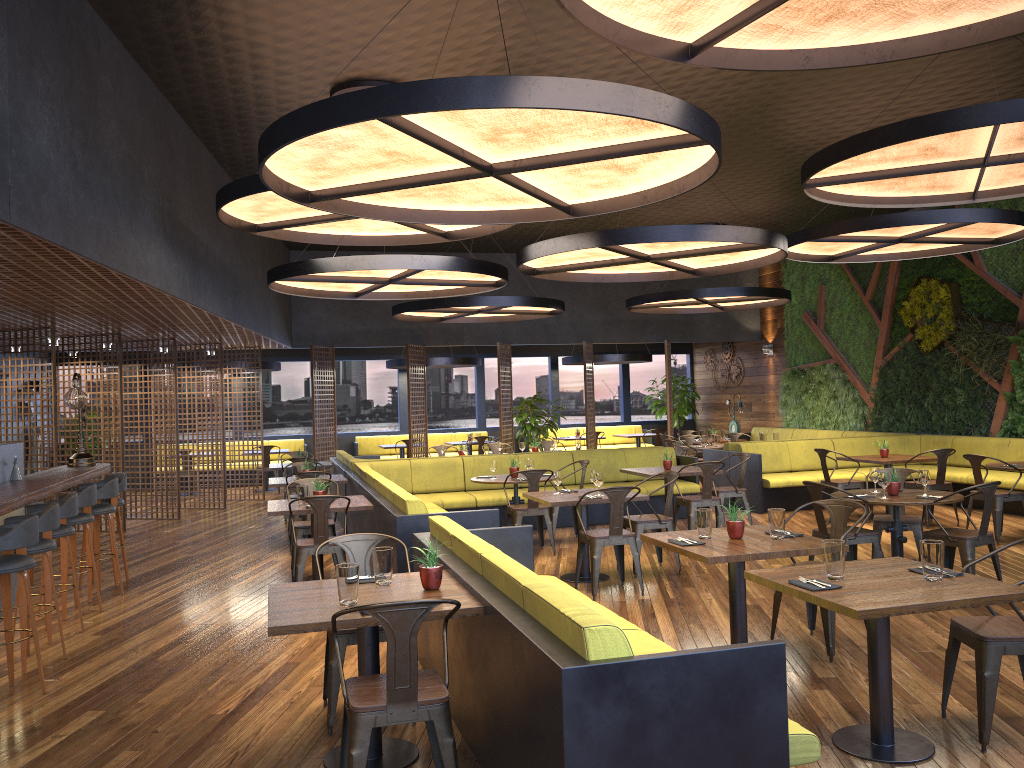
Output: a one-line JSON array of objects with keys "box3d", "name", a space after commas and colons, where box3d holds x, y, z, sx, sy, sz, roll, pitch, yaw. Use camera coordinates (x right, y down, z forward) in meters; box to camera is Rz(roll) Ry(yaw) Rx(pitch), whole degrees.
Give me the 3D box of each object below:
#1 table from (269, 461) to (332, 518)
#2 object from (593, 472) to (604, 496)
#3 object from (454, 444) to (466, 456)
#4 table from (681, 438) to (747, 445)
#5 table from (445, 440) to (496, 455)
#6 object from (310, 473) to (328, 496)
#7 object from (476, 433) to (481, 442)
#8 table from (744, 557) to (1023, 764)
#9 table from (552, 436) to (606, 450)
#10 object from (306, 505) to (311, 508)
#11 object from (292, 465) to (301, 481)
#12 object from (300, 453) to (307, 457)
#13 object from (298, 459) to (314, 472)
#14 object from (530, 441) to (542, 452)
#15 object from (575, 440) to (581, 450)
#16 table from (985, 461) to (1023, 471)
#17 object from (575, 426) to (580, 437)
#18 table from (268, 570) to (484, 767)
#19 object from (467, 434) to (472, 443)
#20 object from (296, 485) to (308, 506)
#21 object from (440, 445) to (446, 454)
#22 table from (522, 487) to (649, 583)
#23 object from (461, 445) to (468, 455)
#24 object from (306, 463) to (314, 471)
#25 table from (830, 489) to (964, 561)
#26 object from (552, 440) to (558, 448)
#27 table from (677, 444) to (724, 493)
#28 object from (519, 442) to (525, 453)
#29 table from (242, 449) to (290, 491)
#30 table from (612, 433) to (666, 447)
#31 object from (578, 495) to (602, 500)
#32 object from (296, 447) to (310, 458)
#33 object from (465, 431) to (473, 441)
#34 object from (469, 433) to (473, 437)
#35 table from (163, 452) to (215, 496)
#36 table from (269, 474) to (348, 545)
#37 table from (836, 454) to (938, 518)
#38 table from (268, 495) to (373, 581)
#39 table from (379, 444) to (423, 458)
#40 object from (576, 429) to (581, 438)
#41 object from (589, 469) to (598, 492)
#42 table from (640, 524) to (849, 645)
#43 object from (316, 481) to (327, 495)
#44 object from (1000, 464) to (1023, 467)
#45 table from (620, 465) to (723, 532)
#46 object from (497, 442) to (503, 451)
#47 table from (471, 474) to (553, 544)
[{"box3d": [-3.154, 1.583, 13.235, 0.887, 0.763, 0.906, -2, -1, -15], "name": "table"}, {"box3d": [0.773, 0.894, 7.918, 0.097, 0.206, 0.097, -1, -1, -23], "name": "object"}, {"box3d": [-0.779, 0.997, 13.636, 0.238, 0.271, 0.260, -2, -1, 6], "name": "object"}, {"box3d": [3.731, 1.417, 16.381, 0.887, 0.763, 0.906, -2, -1, -15], "name": "table"}, {"box3d": [-0.866, 1.594, 18.492, 0.906, 0.763, 0.887, -2, -1, -15], "name": "table"}, {"box3d": [-1.755, 0.939, 8.024, 0.238, 0.271, 0.260, -2, -1, 6], "name": "object"}, {"box3d": [-0.704, 1.116, 18.473, 0.102, 0.178, 0.102, -1, -1, -30], "name": "object"}, {"box3d": [1.717, 1.287, 4.098, 0.906, 0.763, 0.887, -2, -1, -15], "name": "table"}, {"box3d": [1.450, 1.531, 19.119, 0.906, 0.763, 0.887, -2, -1, -15], "name": "table"}, {"box3d": [-1.709, 1.059, 7.709, 0.255, 0.019, 0.157, -2, -1, -16], "name": "object"}, {"box3d": [-2.537, 1.048, 10.433, 0.102, 0.178, 0.102, -1, -1, -30], "name": "object"}, {"box3d": [-3.074, 1.107, 13.106, 0.102, 0.178, 0.102, -2, -1, -10], "name": "object"}, {"box3d": [-2.454, 1.002, 10.655, 0.260, 0.271, 0.238, -2, -1, -14], "name": "object"}, {"box3d": [0.354, 0.966, 13.943, 0.238, 0.271, 0.260, -2, -1, 6], "name": "object"}, {"box3d": [1.037, 0.979, 13.904, 0.097, 0.206, 0.097, -2, -1, 31], "name": "object"}, {"box3d": [5.659, 1.248, 9.507, 1.007, 0.760, 1.007, -3, -1, 42], "name": "table"}, {"box3d": [1.410, 1.014, 19.123, 0.238, 0.271, 0.260, -2, -1, 6], "name": "object"}, {"box3d": [-0.657, 1.362, 4.130, 0.906, 0.763, 0.887, -2, -1, -15], "name": "table"}, {"box3d": [-0.875, 1.119, 18.326, 0.102, 0.178, 0.102, -1, -1, -30], "name": "object"}, {"box3d": [-1.845, 0.985, 7.818, 0.102, 0.178, 0.102, -2, -1, 20], "name": "object"}, {"box3d": [-1.068, 1.042, 13.685, 0.097, 0.206, 0.097, -2, -1, 31], "name": "object"}, {"box3d": [0.661, 1.383, 8.058, 0.906, 0.763, 0.887, -2, -1, -15], "name": "table"}, {"box3d": [-0.717, 1.027, 13.429, 0.097, 0.206, 0.097, -2, -1, 31], "name": "object"}, {"box3d": [-2.460, 1.051, 10.801, 0.102, 0.178, 0.102, -1, -1, -30], "name": "object"}, {"box3d": [3.159, 1.292, 7.276, 1.007, 0.760, 1.007, -1, -1, -28], "name": "table"}, {"box3d": [0.686, 0.994, 14.160, 0.097, 0.206, 0.097, -2, -1, 31], "name": "object"}, {"box3d": [3.323, 1.400, 14.521, 0.887, 0.763, 0.906, -2, -1, -15], "name": "table"}, {"box3d": [0.160, 1.003, 13.667, 0.097, 0.206, 0.097, -2, -1, 31], "name": "object"}, {"box3d": [-4.822, 1.701, 17.416, 0.887, 0.763, 0.906, -2, -1, -15], "name": "table"}, {"box3d": [2.800, 1.494, 19.481, 0.887, 0.763, 0.906, -2, -1, -15], "name": "table"}, {"box3d": [0.677, 0.988, 7.772, 0.157, 0.019, 0.255, -2, -1, -15], "name": "object"}, {"box3d": [-3.153, 1.065, 13.238, 0.260, 0.271, 0.238, -2, -1, -14], "name": "object"}, {"box3d": [-0.865, 1.076, 18.511, 0.238, 0.271, 0.260, -2, -1, 6], "name": "object"}, {"box3d": [-0.874, 1.125, 18.685, 0.102, 0.178, 0.102, -1, -1, -30], "name": "object"}, {"box3d": [-6.173, 1.738, 17.050, 0.887, 0.763, 0.906, -2, -1, -15], "name": "table"}, {"box3d": [-2.445, 1.520, 10.630, 0.887, 0.763, 0.906, -2, -1, -15], "name": "table"}, {"box3d": [4.747, 1.302, 11.129, 0.887, 0.763, 0.906, -2, -1, -15], "name": "table"}, {"box3d": [-1.741, 1.457, 8.025, 0.887, 0.763, 0.906, -2, -1, -15], "name": "table"}, {"box3d": [-2.217, 1.631, 18.121, 0.887, 0.763, 0.906, -2, -1, -15], "name": "table"}, {"box3d": [1.421, 1.057, 18.947, 0.102, 0.178, 0.102, -1, -1, -30], "name": "object"}, {"box3d": [0.768, 0.899, 8.260, 0.097, 0.206, 0.097, -2, -1, -15], "name": "object"}, {"box3d": [1.378, 1.318, 5.348, 0.887, 0.763, 0.906, -2, -1, -15], "name": "table"}, {"box3d": [-1.756, 0.988, 8.195, 0.102, 0.178, 0.102, -1, -1, -30], "name": "object"}, {"box3d": [5.347, 0.868, 9.441, 0.255, 0.019, 0.157, -2, -1, -17], "name": "object"}, {"box3d": [1.853, 1.381, 10.345, 0.887, 0.763, 0.906, -2, -1, -15], "name": "table"}, {"box3d": [-0.191, 1.018, 13.922, 0.097, 0.206, 0.097, -2, -1, 31], "name": "object"}, {"box3d": [0.051, 1.431, 9.971, 1.007, 0.760, 1.007, -2, -1, 22], "name": "table"}]
